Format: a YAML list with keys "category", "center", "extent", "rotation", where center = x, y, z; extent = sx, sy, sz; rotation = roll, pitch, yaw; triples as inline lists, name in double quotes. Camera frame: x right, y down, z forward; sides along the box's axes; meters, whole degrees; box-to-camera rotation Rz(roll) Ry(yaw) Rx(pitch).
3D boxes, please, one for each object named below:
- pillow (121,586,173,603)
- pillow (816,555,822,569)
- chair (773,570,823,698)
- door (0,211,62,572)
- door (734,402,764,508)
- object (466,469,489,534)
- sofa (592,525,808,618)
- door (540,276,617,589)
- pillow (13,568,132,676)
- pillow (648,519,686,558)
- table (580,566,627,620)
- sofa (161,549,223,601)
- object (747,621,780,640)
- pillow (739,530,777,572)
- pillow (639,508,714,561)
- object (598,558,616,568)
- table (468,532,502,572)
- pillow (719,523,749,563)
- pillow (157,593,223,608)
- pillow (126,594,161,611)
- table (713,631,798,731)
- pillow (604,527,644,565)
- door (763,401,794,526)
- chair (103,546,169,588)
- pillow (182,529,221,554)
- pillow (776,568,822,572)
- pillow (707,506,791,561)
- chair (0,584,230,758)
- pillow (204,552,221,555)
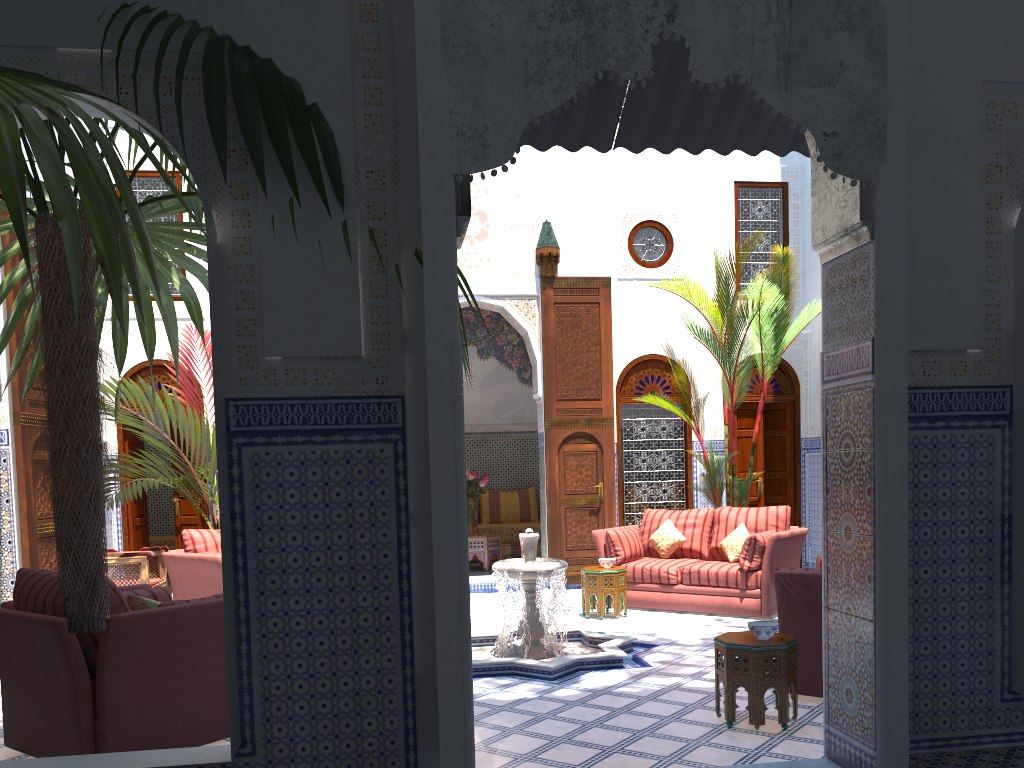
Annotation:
- category: "pillow"
  center: [-1.539, 0.955, 3.553]
  extent: [0.187, 0.244, 0.395]
  rotation: [-2, -3, 38]
- category: "pillow"
  center: [1.568, 0.913, 3.999]
  extent: [0.380, 0.255, 0.187]
  rotation: [-4, -1, 38]
- category: "chair"
  center: [1.592, 1.028, 3.711]
  extent: [0.728, 0.545, 0.811]
  rotation: [-4, -3, 37]
- category: "door"
  center: [-2.791, 0.308, 5.196]
  extent: [0.123, 2.536, 0.579]
  rotation: [-2, 3, -3]
- category: "door"
  center: [1.996, 0.888, 7.430]
  extent: [0.285, 1.475, 0.122]
  rotation: [-2, 3, -8]
- category: "object"
  center: [-0.404, 1.084, 8.064]
  extent: [0.448, 0.601, 0.333]
  rotation: [-2, 1, 18]
- category: "sofa"
  center: [1.326, 1.281, 6.138]
  extent: [1.364, 0.544, 0.731]
  rotation: [-5, -4, 37]
- category: "door"
  center: [0.544, 0.404, 7.117]
  extent: [0.582, 2.536, 0.122]
  rotation: [-2, 3, -8]
- category: "pillow"
  center: [-1.563, 0.853, 3.148]
  extent: [0.583, 0.382, 0.300]
  rotation: [-4, -2, 37]
- category: "pillow"
  center: [1.100, 1.101, 6.241]
  extent: [0.130, 0.279, 0.301]
  rotation: [-3, 0, -43]
- category: "table"
  center: [0.613, 1.387, 5.836]
  extent: [0.289, 0.326, 0.288]
  rotation: [-2, -1, 37]
- category: "sofa"
  center: [-1.551, 1.329, 5.789]
  extent: [0.733, 0.544, 1.360]
  rotation: [-4, -5, 37]
- category: "object"
  center: [0.947, 0.930, 3.299]
  extent: [0.118, 0.057, 0.118]
  rotation: [-2, -4, 4]
- category: "pillow"
  center: [1.610, 1.078, 5.682]
  extent: [0.187, 0.244, 0.395]
  rotation: [-2, -3, 38]
- category: "pillow"
  center: [1.194, 1.101, 6.408]
  extent: [0.583, 0.382, 0.300]
  rotation: [-4, -2, 37]
- category: "object"
  center: [0.634, 1.196, 5.839]
  extent: [0.118, 0.057, 0.118]
  rotation: [-2, -4, 4]
- category: "table"
  center: [-0.368, 1.557, 8.127]
  extent: [0.537, 0.325, 0.539]
  rotation: [-1, -3, -8]
- category: "pillow"
  center: [1.515, 1.067, 5.897]
  extent: [0.148, 0.260, 0.280]
  rotation: [-2, -2, -9]
- category: "pillow"
  center: [-1.174, 0.921, 3.286]
  extent: [0.188, 0.254, 0.379]
  rotation: [-2, -2, 38]
- category: "pillow"
  center: [-1.377, 0.898, 3.314]
  extent: [0.260, 0.235, 0.166]
  rotation: [-1, 0, -31]
- category: "table"
  center: [0.927, 1.125, 3.332]
  extent: [0.288, 0.326, 0.289]
  rotation: [-2, -1, -8]
- category: "pillow"
  center: [0.808, 1.165, 6.278]
  extent: [0.188, 0.254, 0.379]
  rotation: [-2, -2, 38]
- category: "door"
  center: [2.276, 0.892, 7.543]
  extent: [0.286, 1.475, 0.023]
  rotation: [0, 3, 22]
- category: "chair"
  center: [-2.617, 1.202, 5.868]
  extent: [0.503, 1.088, 0.482]
  rotation: [-2, 2, -8]
- category: "pillow"
  center: [-1.843, 1.117, 5.653]
  extent: [0.291, 0.393, 0.580]
  rotation: [-2, -2, 37]
- category: "pillow"
  center: [1.301, 0.880, 3.635]
  extent: [0.397, 0.244, 0.186]
  rotation: [-4, -2, 38]
- category: "pillow"
  center: [1.639, 1.047, 6.072]
  extent: [0.561, 0.405, 0.304]
  rotation: [-3, -1, 33]
- category: "chair"
  center: [-1.466, 1.074, 3.275]
  extent: [0.814, 0.545, 0.725]
  rotation: [-4, -3, 37]
- category: "pillow"
  center: [-1.703, 1.136, 5.268]
  extent: [0.380, 0.255, 0.187]
  rotation: [-4, -1, 38]
